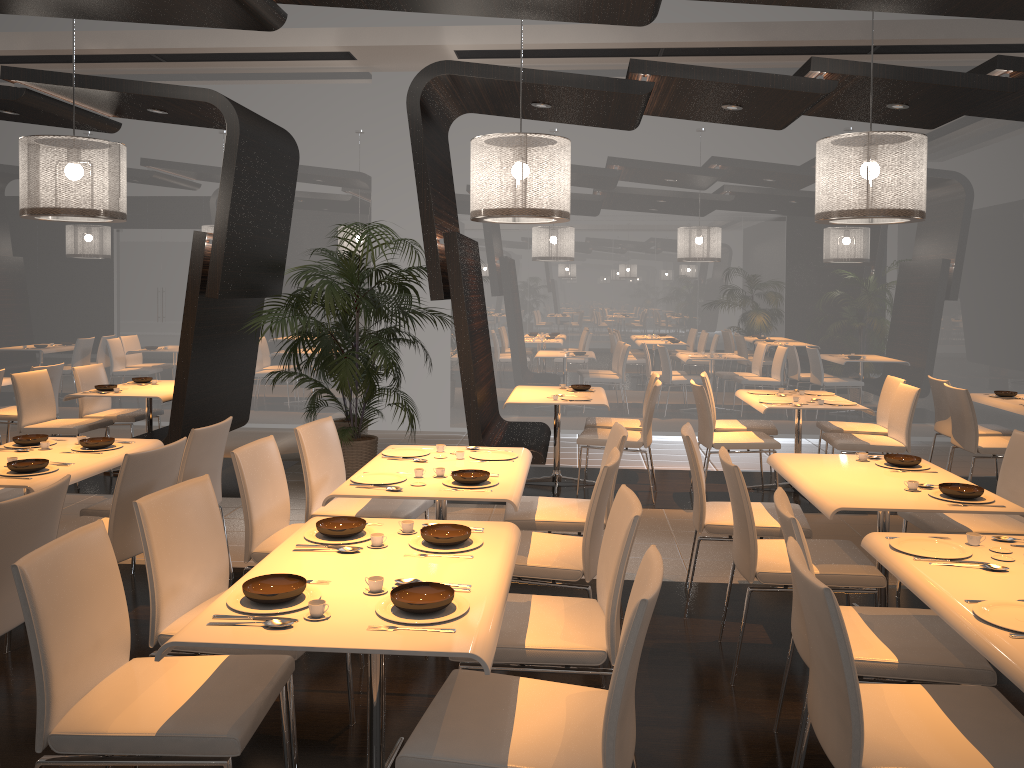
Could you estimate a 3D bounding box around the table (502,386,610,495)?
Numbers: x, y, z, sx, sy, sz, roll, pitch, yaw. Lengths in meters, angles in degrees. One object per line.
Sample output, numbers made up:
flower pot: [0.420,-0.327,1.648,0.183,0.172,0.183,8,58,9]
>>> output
table: [0.361,0.442,7.086,0.800,0.723,1.152,1,5,4]

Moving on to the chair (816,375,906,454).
chair: [2.843,0.378,7.200,0.605,0.872,0.485,1,3,7]

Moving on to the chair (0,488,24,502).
chair: [-2.808,0.597,4.670,0.605,0.867,0.485,1,3,12]

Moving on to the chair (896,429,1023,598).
chair: [2.264,0.682,4.271,0.605,0.867,0.485,1,3,2]

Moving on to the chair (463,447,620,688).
chair: [0.144,0.724,3.730,0.605,0.872,0.485,1,3,12]

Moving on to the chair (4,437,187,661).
chair: [-1.801,0.688,3.895,0.605,0.867,0.485,1,3,12]

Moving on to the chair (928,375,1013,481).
chair: [3.715,0.388,7.146,0.605,0.867,0.485,1,3,7]

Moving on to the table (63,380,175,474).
table: [-3.001,0.390,7.315,0.800,0.723,1.152,1,5,4]

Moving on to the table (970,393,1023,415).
table: [4.141,0.505,6.790,0.800,0.723,1.152,1,5,4]

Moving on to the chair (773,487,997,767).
chair: [1.155,0.826,2.851,0.605,0.872,0.485,1,3,12]

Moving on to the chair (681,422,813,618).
chair: [1.135,0.663,4.362,0.605,0.867,0.485,1,3,12]

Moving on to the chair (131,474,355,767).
chair: [-0.901,0.793,2.985,0.605,0.867,0.485,1,3,12]

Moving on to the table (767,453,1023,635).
table: [1.793,0.786,3.967,1.053,0.723,1.152,1,5,4]

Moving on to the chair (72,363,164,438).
chair: [-3.427,0.273,7.671,0.605,0.867,0.485,1,3,7]

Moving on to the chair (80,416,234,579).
chair: [-1.785,0.622,4.523,0.605,0.867,0.485,1,3,7]

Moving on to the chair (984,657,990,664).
chair: [2.142,0.754,3.586,0.605,0.867,0.485,1,3,7]

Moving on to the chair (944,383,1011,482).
chair: [3.543,0.456,6.522,0.605,0.872,0.485,1,3,7]

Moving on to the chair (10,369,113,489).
chair: [-3.599,0.338,7.047,0.605,0.867,0.485,1,3,7]

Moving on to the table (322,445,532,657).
table: [-0.330,0.752,4.119,0.800,0.723,1.152,1,5,4]

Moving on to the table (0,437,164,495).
table: [-2.334,0.718,4.285,0.800,0.723,1.152,1,5,4]

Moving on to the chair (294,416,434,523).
chair: [-0.756,0.635,4.482,0.605,0.867,0.485,1,3,12]

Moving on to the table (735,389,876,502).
table: [2.245,0.474,6.936,0.800,0.723,1.152,1,5,4]

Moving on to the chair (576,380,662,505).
chair: [0.820,0.412,6.694,0.605,0.867,0.485,1,3,12]

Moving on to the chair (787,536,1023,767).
chair: [1.017,0.890,2.241,0.605,0.872,0.485,1,3,7]

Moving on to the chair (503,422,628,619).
chair: [0.266,0.650,4.415,0.605,0.867,0.485,1,3,2]

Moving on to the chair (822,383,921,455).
chair: [2.672,0.440,6.576,0.605,0.867,0.485,1,3,7]

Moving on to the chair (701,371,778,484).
chair: [1.861,0.356,7.306,0.605,0.867,0.485,1,3,12]

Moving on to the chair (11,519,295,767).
chair: [-0.952,0.856,2.387,0.605,0.867,0.485,1,3,2]

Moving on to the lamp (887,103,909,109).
lamp: [2.969,-2.151,6.803,0.161,0.055,0.162,0,6,-1]

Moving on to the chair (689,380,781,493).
chair: [1.650,0.428,6.637,0.605,0.872,0.485,1,3,2]

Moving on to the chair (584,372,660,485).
chair: [0.910,0.348,7.324,0.605,0.872,0.485,1,3,7]

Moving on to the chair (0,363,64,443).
chair: [-4.299,0.262,7.726,0.605,0.872,0.485,1,3,7]

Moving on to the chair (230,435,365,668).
chair: [-0.879,0.698,3.877,0.605,0.867,0.485,1,3,7]

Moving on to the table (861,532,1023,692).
table: [1.566,0.942,2.483,0.800,0.723,1.152,1,5,4]

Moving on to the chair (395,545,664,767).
chair: [0.071,0.880,2.239,0.605,0.867,0.485,1,3,12]

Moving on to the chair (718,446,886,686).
chair: [1.168,0.739,3.673,0.605,0.872,0.485,1,3,7]

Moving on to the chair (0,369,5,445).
chair: [-4.470,0.327,7.102,0.605,0.872,0.485,1,3,7]

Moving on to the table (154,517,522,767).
table: [-0.403,0.910,2.628,0.800,0.723,1.152,1,5,4]

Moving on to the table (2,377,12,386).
table: [-4.897,0.359,7.462,0.800,0.723,1.152,1,5,4]

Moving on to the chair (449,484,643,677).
chair: [0.116,0.809,2.930,0.605,0.872,0.485,1,3,2]

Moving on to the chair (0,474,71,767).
chair: [-1.889,0.783,3.020,0.605,0.872,0.485,1,3,2]
